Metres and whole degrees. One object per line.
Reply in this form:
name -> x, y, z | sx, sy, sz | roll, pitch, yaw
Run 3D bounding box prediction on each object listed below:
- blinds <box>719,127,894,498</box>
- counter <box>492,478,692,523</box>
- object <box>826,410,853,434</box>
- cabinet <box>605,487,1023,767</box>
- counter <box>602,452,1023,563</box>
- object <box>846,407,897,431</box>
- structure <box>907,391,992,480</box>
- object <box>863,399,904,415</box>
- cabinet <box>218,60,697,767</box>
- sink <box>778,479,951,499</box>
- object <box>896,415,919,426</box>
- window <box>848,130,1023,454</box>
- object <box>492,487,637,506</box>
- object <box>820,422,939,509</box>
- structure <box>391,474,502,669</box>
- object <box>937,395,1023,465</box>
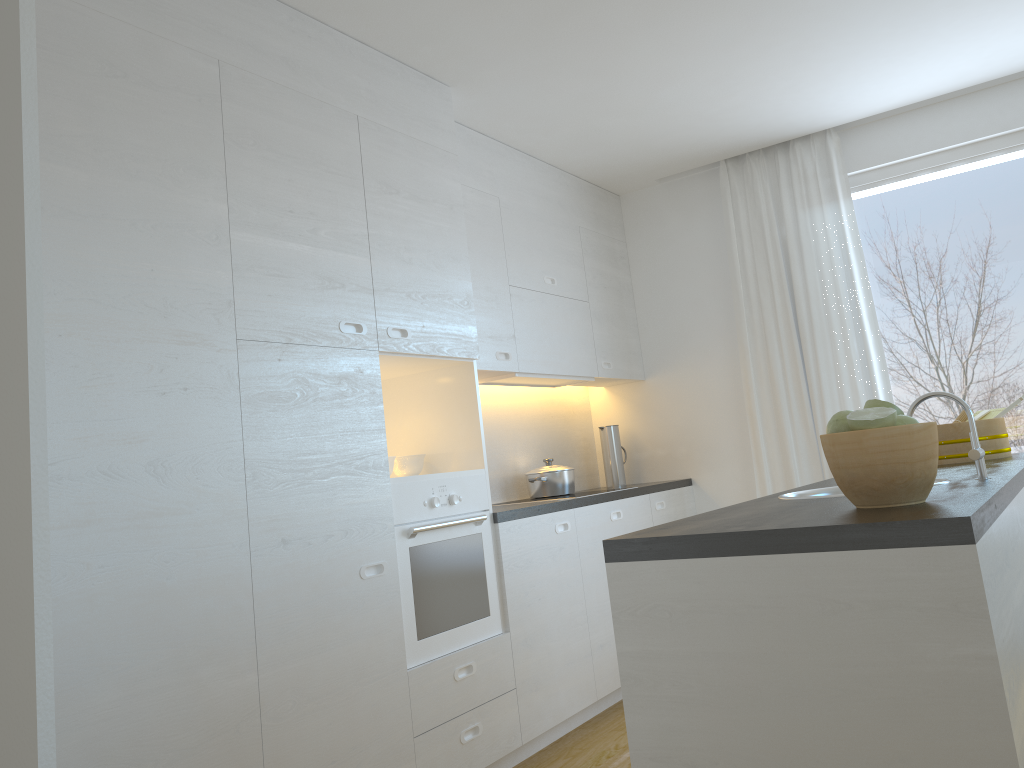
blinds -> 1.540, -0.306, 4.724 | 0.790, 2.181, 0.149 | -12, -11, 31
counter -> 0.239, 0.583, 4.402 | 0.597, 0.040, 1.995 | -10, -7, 32
object -> 0.652, 0.098, 1.693 | 0.102, 0.099, 0.086 | -1, -10, -36
cabinet -> 1.121, 0.754, 2.356 | 0.597, 0.918, 2.394 | -12, -8, 32
counter -> 1.067, 0.284, 2.434 | 0.597, 0.040, 2.394 | -10, -7, 32
object -> 0.656, 0.075, 1.607 | 0.084, 0.066, 0.085 | 1, -10, -45
structure -> 1.011, 0.123, 2.078 | 0.161, 0.217, 0.096 | -12, -10, 32
object -> 0.721, 0.064, 1.719 | 0.074, 0.072, 0.077 | -2, -9, -32
cabinet -> -0.073, 0.243, 3.921 | 0.478, 2.323, 3.192 | -12, -9, 32
sink -> 0.874, 0.334, 2.180 | 0.405, 0.158, 0.400 | -5, -7, -16
object -> 0.722, 0.101, 1.648 | 0.081, 0.086, 0.097 | -6, -7, -3
window -> 2.788, -0.324, 4.148 | 2.711, 1.937, 0.088 | -11, -10, 32
object -> 0.236, 0.567, 4.410 | 0.558, 0.013, 0.652 | -10, -7, 32
object -> 0.692, 0.153, 1.649 | 0.205, 0.143, 0.203 | -6, -7, -6
structure -> -0.217, 0.636, 3.145 | 0.049, 0.602, 0.559 | -12, -10, 32
object -> 1.617, 0.176, 3.250 | 0.430, 0.216, 0.375 | -3, -8, -29
